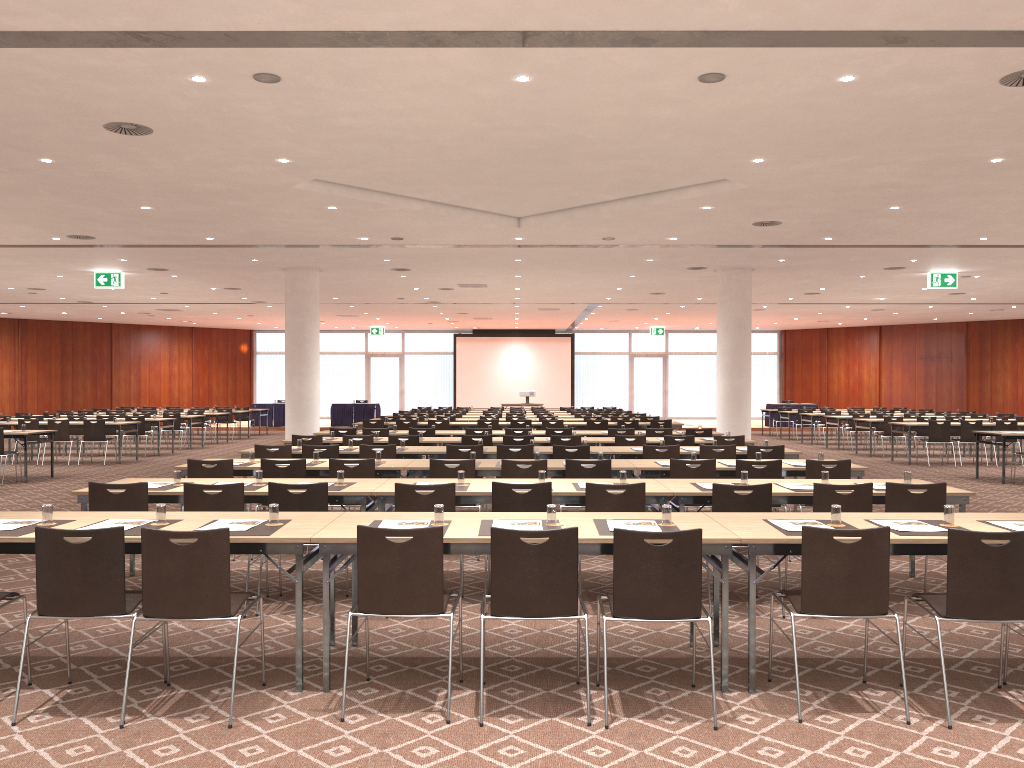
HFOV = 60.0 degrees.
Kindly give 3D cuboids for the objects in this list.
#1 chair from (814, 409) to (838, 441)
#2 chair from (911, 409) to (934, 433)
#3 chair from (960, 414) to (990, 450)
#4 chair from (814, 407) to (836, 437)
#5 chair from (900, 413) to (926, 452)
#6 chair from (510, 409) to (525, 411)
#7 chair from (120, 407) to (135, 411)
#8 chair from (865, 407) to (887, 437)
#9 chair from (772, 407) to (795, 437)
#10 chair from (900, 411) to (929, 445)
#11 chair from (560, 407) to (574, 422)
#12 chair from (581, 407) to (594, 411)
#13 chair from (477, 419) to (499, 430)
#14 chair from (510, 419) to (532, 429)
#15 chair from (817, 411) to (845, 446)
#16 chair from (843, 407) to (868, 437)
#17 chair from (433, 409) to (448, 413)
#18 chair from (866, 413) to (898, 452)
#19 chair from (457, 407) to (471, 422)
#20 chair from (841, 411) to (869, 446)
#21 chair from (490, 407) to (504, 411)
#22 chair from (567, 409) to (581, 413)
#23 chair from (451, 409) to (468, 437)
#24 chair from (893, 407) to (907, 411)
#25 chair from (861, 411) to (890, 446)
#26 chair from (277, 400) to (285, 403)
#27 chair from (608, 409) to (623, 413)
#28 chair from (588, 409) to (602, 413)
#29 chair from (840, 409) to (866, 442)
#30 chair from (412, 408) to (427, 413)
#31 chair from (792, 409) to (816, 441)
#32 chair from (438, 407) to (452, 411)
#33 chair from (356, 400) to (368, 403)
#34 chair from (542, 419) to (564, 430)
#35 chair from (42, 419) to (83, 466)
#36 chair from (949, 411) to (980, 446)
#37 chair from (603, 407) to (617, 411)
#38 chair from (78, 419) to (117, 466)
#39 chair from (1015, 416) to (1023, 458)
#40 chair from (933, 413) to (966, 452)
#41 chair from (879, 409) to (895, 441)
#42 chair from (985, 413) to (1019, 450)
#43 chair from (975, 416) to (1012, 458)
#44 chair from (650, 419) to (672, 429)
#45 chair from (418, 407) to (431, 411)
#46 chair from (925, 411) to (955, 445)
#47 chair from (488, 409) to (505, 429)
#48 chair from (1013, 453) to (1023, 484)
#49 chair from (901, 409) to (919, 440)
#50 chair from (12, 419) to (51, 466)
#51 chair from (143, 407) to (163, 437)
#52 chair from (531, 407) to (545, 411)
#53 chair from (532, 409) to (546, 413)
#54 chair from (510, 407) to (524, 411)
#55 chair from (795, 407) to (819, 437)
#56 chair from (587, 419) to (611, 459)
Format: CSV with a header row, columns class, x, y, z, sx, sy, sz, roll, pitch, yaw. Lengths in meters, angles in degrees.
class,x,y,z,sx,sy,sz,roll,pitch,yaw
chair,9.244,1.195,26.080,0.535,0.939,0.613,0,0,2
chair,12.117,1.197,26.070,0.535,0.939,0.613,0,0,2
chair,11.488,1.194,21.932,0.535,0.939,0.613,0,0,2
chair,9.909,1.196,28.078,0.535,0.939,0.613,0,0,2
chair,9.827,1.193,21.938,0.535,0.939,0.613,0,0,-2
chair,0.162,1.187,26.055,0.535,0.939,0.613,0,0,3
chair,-12.081,1.179,28.019,0.535,0.939,0.613,0,0,-2
chair,11.545,1.197,28.012,0.535,0.939,0.613,0,0,-2
chair,8.554,1.195,27.942,0.535,0.939,0.613,0,0,2
chair,10.933,1.195,24.074,0.535,0.939,0.613,0,0,2
chair,1.719,1.190,28.014,0.535,0.939,0.613,0,0,-1
chair,2.373,1.190,28.089,0.535,0.939,0.613,0,0,-1
chair,-0.480,1.182,18.058,0.535,0.939,0.613,0,0,1
chair,0.180,1.183,18.097,0.535,0.939,0.613,0,0,-1
chair,8.656,1.193,24.083,0.535,0.939,0.613,0,0,-1
chair,10.825,1.197,27.934,0.535,0.939,0.613,0,0,-2
chair,-2.075,1.186,26.029,0.535,0.939,0.613,0,0,-1
chair,9.186,1.192,22.022,0.535,0.939,0.613,0,0,-2
chair,-1.524,1.187,28.026,0.535,0.939,0.613,0,0,-2
chair,9.248,1.193,23.940,0.535,0.939,0.613,0,0,1
chair,-0.461,1.188,28.057,0.535,0.939,0.613,0,0,1
chair,1.823,1.189,26.091,0.535,0.939,0.613,0,0,2
chair,-1.495,1.186,26.061,0.535,0.939,0.613,0,0,3
chair,12.152,1.198,27.929,0.535,0.939,0.613,0,0,0
chair,9.844,1.194,24.019,0.535,0.939,0.614,0,0,-3
chair,-8.438,1.056,32.510,0.535,0.939,0.613,0,0,3
chair,3.012,1.190,26.044,0.535,0.939,0.613,0,0,0
chair,2.421,1.189,26.012,0.535,0.939,0.613,0,0,1
chair,9.968,1.195,25.937,0.535,0.939,0.613,0,0,-1
chair,-2.722,1.185,26.108,0.535,0.939,0.613,0,0,-2
chair,8.561,1.194,26.024,0.535,0.939,0.613,0,0,3
chair,-2.103,1.187,28.105,0.535,0.939,0.613,0,0,1
chair,-5.539,1.059,32.499,0.535,0.939,0.613,0,0,3
chair,0.825,1.183,18.018,0.535,0.939,0.613,0,0,1
chair,-9.127,1.176,18.009,0.535,0.939,0.613,0,0,-1
chair,12.212,1.196,23.929,0.535,0.939,0.613,0,0,1
chair,3.073,1.191,28.009,0.535,0.939,0.613,0,0,3
chair,-8.447,1.176,18.087,0.535,0.939,0.613,0,0,-1
chair,11.535,1.193,20.072,0.535,0.939,0.613,0,0,2
chair,10.865,1.194,22.015,0.535,0.939,0.613,0,0,2
chair,10.937,1.196,26.015,0.535,0.939,0.613,0,0,-1
chair,12.199,1.195,22.069,0.535,0.939,0.613,0,0,-2
chair,10.840,1.192,19.934,0.535,0.939,0.613,0,0,-1
chair,3.021,1.185,18.087,0.535,0.939,0.613,0,0,3
chair,-2.748,1.186,28.066,0.535,0.939,0.613,0,0,3
chair,11.590,1.195,24.012,0.535,0.939,0.613,0,0,-2
chair,-0.485,1.187,26.099,0.535,0.939,0.613,0,0,2
chair,8.610,1.188,14.450,0.535,0.939,0.613,0,0,0
chair,11.509,1.196,25.931,0.535,0.939,0.613,0,0,0
chair,-9.799,1.175,18.152,0.535,0.939,0.613,0,0,3
chair,-11.417,1.179,28.098,0.535,0.939,0.613,0,0,-1
chair,0.828,1.189,28.095,0.535,0.939,0.613,0,0,3
chair,0.811,1.188,26.018,0.535,0.939,0.613,0,0,3
chair,0.154,1.188,28.020,0.535,0.939,0.613,0,0,-1
chair,9.322,1.196,28.021,0.535,0.939,0.613,0,0,-2
chair,1.716,1.184,18.049,0.535,0.939,0.613,0,0,-2
